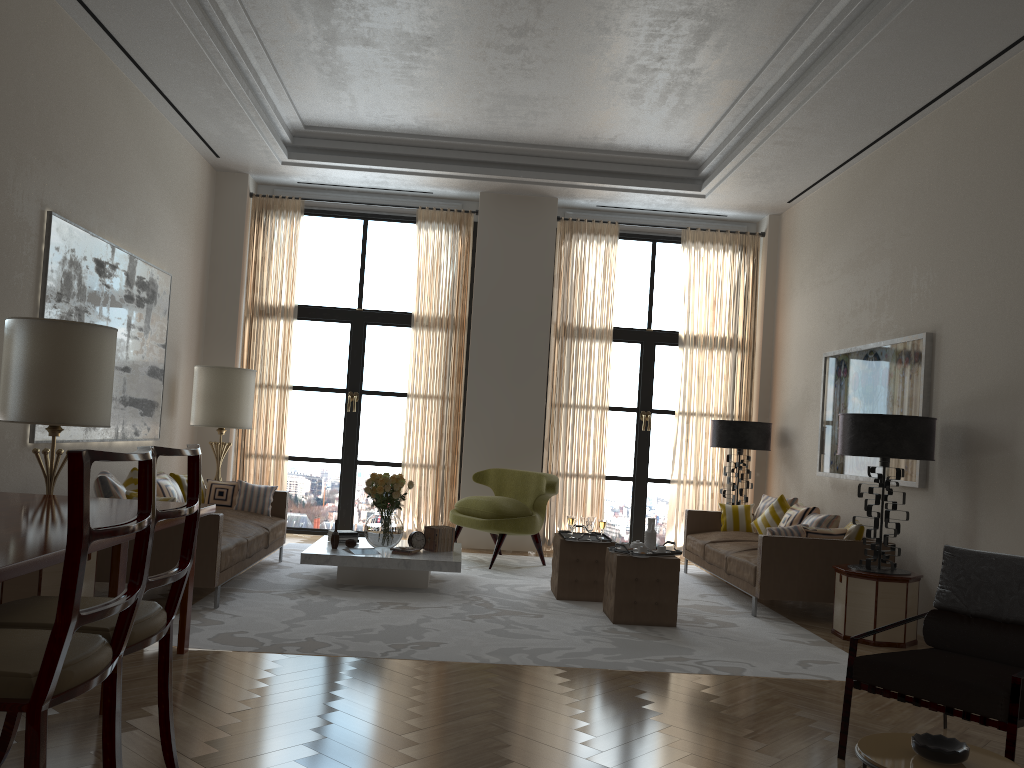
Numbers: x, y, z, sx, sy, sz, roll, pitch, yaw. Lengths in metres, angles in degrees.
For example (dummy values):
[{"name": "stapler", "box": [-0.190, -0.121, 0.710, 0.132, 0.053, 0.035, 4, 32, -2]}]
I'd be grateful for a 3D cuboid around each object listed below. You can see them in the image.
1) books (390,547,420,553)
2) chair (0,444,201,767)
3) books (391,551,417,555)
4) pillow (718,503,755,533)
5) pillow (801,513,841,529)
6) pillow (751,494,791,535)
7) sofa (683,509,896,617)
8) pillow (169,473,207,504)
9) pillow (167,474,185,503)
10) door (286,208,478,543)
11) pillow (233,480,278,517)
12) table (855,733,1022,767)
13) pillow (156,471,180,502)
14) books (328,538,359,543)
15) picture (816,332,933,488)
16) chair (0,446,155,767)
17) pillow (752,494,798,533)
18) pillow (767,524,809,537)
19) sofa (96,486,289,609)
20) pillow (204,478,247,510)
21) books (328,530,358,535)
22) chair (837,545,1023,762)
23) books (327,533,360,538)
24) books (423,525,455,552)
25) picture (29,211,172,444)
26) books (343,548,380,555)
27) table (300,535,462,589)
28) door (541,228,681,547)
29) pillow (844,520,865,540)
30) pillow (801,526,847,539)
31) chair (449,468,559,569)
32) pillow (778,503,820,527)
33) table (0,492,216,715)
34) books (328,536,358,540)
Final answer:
[{"name": "books", "box": [-1.103, 1.717, 9.183, 0.255, 0.026, 0.202, 2, -4, 22]}, {"name": "chair", "box": [-1.825, 0.983, 3.701, 0.878, 1.504, 0.656, 4, -2, -3]}, {"name": "books", "box": [-1.115, 1.740, 9.181, 0.197, 0.024, 0.256, 3, -3, 14]}, {"name": "pillow", "box": [2.889, 1.740, 11.357, 0.482, 0.432, 0.318, 3, -2, 7]}, {"name": "pillow", "box": [3.373, 1.710, 9.885, 0.371, 0.565, 0.660, 4, -3, -8]}, {"name": "pillow", "box": [3.242, 1.653, 10.831, 0.766, 0.616, 0.356, 1, -3, 41]}, {"name": "sofa", "box": [2.972, 2.004, 10.106, 1.351, 0.819, 2.982, 4, -3, -3]}, {"name": "pillow", "box": [-3.607, 1.237, 9.962, 0.296, 0.475, 0.516, 3, -3, 18]}, {"name": "pillow", "box": [-3.568, 1.224, 9.093, 0.371, 0.565, 0.660, 4, -3, -8]}, {"name": "door", "box": [-2.278, -0.141, 12.975, 3.258, 4.763, 0.240, 4, -2, -3]}, {"name": "pillow", "box": [-2.915, 1.315, 10.052, 0.498, 0.427, 0.327, 4, -2, -15]}, {"name": "table", "box": [1.560, 1.654, 3.261, 0.584, 0.546, 0.585, 2, -3, 36]}, {"name": "pillow", "box": [-3.483, 1.144, 8.718, 0.403, 0.547, 0.618, 4, -3, 0]}, {"name": "books", "box": [-1.848, 1.711, 9.710, 0.281, 0.035, 0.207, 6, -4, -36]}, {"name": "picture", "box": [3.836, 0.307, 9.540, 0.080, 1.479, 2.269, 4, -3, -5]}, {"name": "chair", "box": [-1.776, 0.949, 3.055, 0.878, 1.504, 0.656, 4, -2, -3]}, {"name": "pillow", "box": [3.296, 1.696, 11.231, 0.356, 0.575, 0.624, 5, -3, -24]}, {"name": "pillow", "box": [2.721, 1.607, 8.926, 0.498, 0.427, 0.327, 4, -2, -15]}, {"name": "sofa", "box": [-3.205, 1.539, 8.854, 1.351, 0.819, 2.982, 4, -3, -3]}, {"name": "pillow", "box": [-3.282, 1.296, 10.067, 0.464, 0.411, 0.304, 4, -2, -5]}, {"name": "books", "box": [-1.850, 1.629, 9.705, 0.260, 0.030, 0.207, 6, -4, -36]}, {"name": "chair", "box": [2.510, 1.504, 4.816, 1.136, 1.134, 0.877, 6, -3, -38]}, {"name": "books", "box": [-1.846, 1.657, 9.713, 0.281, 0.024, 0.229, 6, -4, -38]}, {"name": "books", "box": [-0.787, 1.663, 9.543, 0.282, 0.264, 0.210, 6, -3, -43]}, {"name": "picture", "box": [-4.101, -0.406, 9.105, 0.045, 1.997, 3.064, 4, -3, -2]}, {"name": "books", "box": [-1.542, 1.701, 9.082, 0.281, 0.038, 0.384, 6, -4, -30]}, {"name": "table", "box": [-1.343, 1.928, 9.511, 1.584, 0.343, 1.502, 4, -3, -3]}, {"name": "door", "box": [2.001, 0.144, 13.212, 3.086, 4.763, 0.240, 4, -2, -3]}, {"name": "pillow", "box": [3.417, 1.628, 9.018, 0.296, 0.475, 0.516, 3, -3, 18]}, {"name": "pillow", "box": [3.087, 1.633, 8.911, 0.464, 0.411, 0.304, 4, -2, -5]}, {"name": "chair", "box": [-0.204, 1.705, 11.369, 1.030, 1.212, 1.790, 5, -3, -36]}, {"name": "pillow", "box": [3.296, 1.663, 10.264, 0.403, 0.547, 0.618, 4, -3, 0]}, {"name": "table", "box": [-2.900, 1.194, 4.264, 1.800, 1.026, 3.804, 4, -3, -3]}, {"name": "books", "box": [-1.849, 1.681, 9.699, 0.263, 0.024, 0.207, 6, -4, -40]}]
